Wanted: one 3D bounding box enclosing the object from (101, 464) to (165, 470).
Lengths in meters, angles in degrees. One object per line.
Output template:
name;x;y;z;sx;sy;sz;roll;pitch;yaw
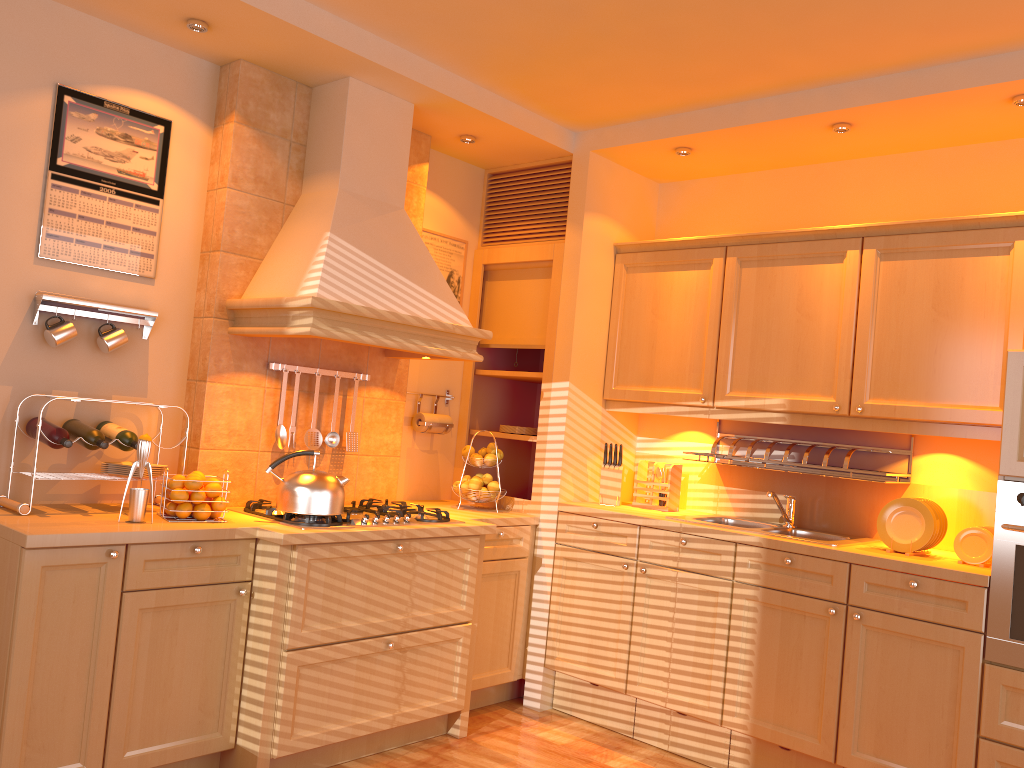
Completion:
object;-1.337;0.296;3.145;0.172;0.011;0.163;5;-2;11

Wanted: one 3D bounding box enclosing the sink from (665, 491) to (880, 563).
sink;1.078;0.616;3.701;0.746;0.336;0.465;3;-3;42

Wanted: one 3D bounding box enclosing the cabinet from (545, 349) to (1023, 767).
cabinet;1.507;0.742;3.288;3.000;1.700;0.625;3;-3;42

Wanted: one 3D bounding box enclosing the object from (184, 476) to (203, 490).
object;-1.079;0.337;3.006;0.063;0.051;0.053;7;-3;-40

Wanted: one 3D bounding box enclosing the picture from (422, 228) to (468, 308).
picture;-0.371;-0.505;4.408;0.007;0.491;0.366;3;-3;42

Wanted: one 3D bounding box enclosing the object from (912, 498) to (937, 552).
object;1.479;0.526;3.314;0.205;0.200;0.049;3;-3;44

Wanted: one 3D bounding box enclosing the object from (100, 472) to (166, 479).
object;-1.339;0.323;3.144;0.172;0.011;0.163;5;-2;11

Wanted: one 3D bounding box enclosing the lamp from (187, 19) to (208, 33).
lamp;-1.103;-1.254;3.109;0.070;0.021;0.070;4;-2;25

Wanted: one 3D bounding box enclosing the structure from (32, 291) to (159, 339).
structure;-1.473;-0.242;3.156;0.069;0.118;0.405;3;-3;42

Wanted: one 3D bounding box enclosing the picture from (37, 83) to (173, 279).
picture;-1.453;-0.715;3.193;0.009;0.605;0.417;3;-3;42

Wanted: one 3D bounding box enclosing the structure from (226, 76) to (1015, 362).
structure;0.975;-0.495;3.126;4.091;1.148;1.061;5;-2;16

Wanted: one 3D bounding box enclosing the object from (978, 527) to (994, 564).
object;1.650;0.573;3.152;0.133;0.129;0.037;3;-3;42

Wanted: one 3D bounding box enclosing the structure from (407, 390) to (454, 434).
structure;-0.390;0.131;4.339;0.126;0.220;0.320;3;-3;42

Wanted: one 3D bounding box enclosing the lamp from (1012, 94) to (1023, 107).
lamp;1.785;-0.987;3.093;0.070;0.021;0.070;5;-2;3

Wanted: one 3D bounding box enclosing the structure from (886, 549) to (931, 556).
structure;1.488;0.628;3.325;0.084;0.010;0.219;3;-3;45

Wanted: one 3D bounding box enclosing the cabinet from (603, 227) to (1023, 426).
cabinet;1.248;-0.228;3.835;1.792;0.712;0.332;3;-3;42

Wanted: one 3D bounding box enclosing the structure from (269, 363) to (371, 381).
structure;-0.793;-0.050;3.702;0.009;0.024;0.506;3;-3;42

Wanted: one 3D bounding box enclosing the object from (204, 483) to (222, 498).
object;-1.031;0.367;3.059;0.053;0.052;0.061;5;-2;15

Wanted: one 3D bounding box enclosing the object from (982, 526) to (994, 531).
object;1.707;0.581;3.212;0.133;0.129;0.037;3;-3;42

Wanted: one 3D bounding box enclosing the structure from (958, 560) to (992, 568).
structure;1.683;0.641;3.191;0.084;0.010;0.219;3;-3;43

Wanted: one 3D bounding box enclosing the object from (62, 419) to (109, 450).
object;-1.445;0.175;3.022;0.282;0.095;0.076;3;-3;42

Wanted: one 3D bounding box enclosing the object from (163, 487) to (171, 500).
object;-1.188;0.375;3.083;0.060;0.055;0.053;3;-3;45

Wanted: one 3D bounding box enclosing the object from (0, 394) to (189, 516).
object;-1.419;0.245;3.066;0.221;0.379;0.572;3;-3;42

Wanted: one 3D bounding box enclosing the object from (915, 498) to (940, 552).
object;1.499;0.528;3.334;0.205;0.200;0.049;3;-3;44

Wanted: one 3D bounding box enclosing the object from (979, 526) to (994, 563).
object;1.688;0.578;3.192;0.133;0.129;0.037;3;-3;42

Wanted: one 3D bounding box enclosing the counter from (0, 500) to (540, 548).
counter;-0.777;0.528;3.455;0.770;0.038;2.250;3;-3;42

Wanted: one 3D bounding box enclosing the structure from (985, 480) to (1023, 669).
structure;1.761;0.614;2.677;0.576;0.583;0.066;3;-3;42

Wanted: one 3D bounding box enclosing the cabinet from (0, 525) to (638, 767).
cabinet;-0.480;1.000;3.537;1.141;0.840;2.850;3;-3;42

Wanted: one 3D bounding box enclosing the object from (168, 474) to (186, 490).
object;-1.132;0.336;3.004;0.057;0.060;0.052;6;-2;-10

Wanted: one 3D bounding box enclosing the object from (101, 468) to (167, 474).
object;-1.338;0.309;3.144;0.172;0.011;0.163;5;-2;11

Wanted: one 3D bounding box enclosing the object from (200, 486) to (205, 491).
object;-1.098;0.388;3.144;0.053;0.054;0.061;7;-3;-42

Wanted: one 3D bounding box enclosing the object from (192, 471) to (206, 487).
object;-1.112;0.337;3.137;0.059;0.060;0.050;5;-2;2

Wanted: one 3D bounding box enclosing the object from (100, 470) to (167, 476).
object;-1.339;0.316;3.144;0.172;0.011;0.163;5;-2;11

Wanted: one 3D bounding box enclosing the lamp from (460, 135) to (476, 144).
lamp;-0.205;-1.133;4.113;0.070;0.021;0.070;4;-2;25

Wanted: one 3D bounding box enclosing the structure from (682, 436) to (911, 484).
structure;1.209;0.313;3.826;0.900;0.126;0.300;3;-3;42

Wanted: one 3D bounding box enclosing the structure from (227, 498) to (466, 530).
structure;-0.634;0.501;3.499;0.494;0.051;0.797;3;-3;42

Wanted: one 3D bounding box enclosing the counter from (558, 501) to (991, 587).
counter;1.078;0.629;3.702;1.800;0.038;0.600;3;-3;42

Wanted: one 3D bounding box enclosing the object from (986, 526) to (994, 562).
object;1.744;0.586;3.253;0.133;0.129;0.037;3;-3;44

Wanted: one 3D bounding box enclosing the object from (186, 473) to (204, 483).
object;-1.096;0.334;3.063;0.063;0.053;0.051;5;-2;4

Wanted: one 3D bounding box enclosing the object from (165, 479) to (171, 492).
object;-1.163;0.347;3.049;0.053;0.051;0.063;7;-3;-42

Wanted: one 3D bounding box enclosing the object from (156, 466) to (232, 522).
object;-1.100;0.377;3.071;0.207;0.174;0.189;7;-3;-33

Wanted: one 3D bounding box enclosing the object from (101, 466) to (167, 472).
object;-1.337;0.303;3.144;0.172;0.011;0.163;5;-2;11

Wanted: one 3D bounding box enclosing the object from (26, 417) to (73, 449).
object;-1.522;0.164;2.936;0.282;0.095;0.076;3;-3;42

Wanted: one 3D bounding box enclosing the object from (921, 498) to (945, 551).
object;1.538;0.533;3.373;0.205;0.200;0.049;3;-3;44

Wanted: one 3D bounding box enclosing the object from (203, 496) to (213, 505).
object;-1.069;0.400;3.089;0.062;0.053;0.051;5;-2;10

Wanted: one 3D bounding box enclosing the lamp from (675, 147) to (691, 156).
lamp;0.773;-1.047;4.002;0.070;0.021;0.070;5;-2;3

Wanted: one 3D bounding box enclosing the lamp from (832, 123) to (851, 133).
lamp;1.310;-1.015;3.524;0.070;0.021;0.070;6;-2;-9

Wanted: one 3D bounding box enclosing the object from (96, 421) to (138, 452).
object;-1.368;0.185;3.108;0.282;0.095;0.076;3;-3;42

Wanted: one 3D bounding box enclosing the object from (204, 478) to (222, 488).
object;-1.051;0.356;3.114;0.063;0.053;0.051;5;-2;15

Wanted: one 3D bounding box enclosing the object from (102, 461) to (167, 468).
object;-1.336;0.290;3.145;0.172;0.011;0.163;5;-2;11

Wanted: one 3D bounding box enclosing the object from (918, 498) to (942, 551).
object;1.519;0.531;3.353;0.205;0.200;0.049;3;-3;44

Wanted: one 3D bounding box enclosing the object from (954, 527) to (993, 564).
object;1.632;0.571;3.132;0.133;0.129;0.037;3;-3;42

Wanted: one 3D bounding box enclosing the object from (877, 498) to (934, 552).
object;1.460;0.523;3.294;0.205;0.200;0.049;3;-3;44
